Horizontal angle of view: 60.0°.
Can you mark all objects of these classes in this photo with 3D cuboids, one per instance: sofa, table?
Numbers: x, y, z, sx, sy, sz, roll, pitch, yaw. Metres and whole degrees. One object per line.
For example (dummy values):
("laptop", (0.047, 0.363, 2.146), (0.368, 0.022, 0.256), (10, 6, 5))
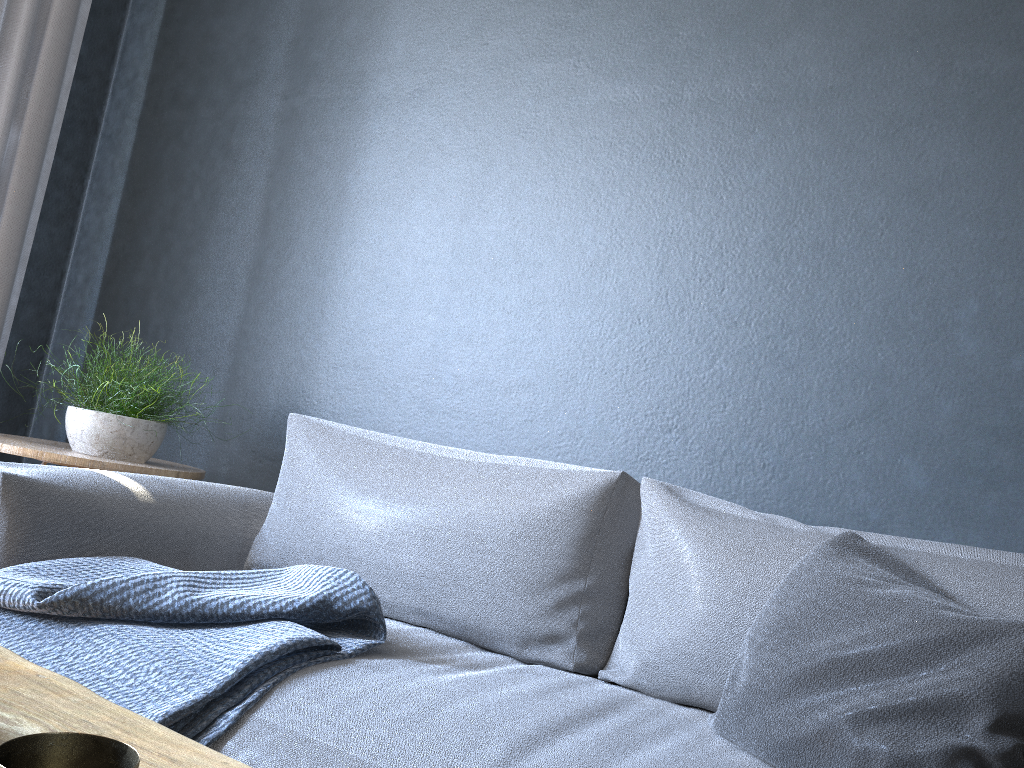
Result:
("sofa", (0.069, 0.518, 1.454), (2.338, 0.797, 0.972), (7, -6, 29))
("table", (-0.290, 0.467, 0.385), (0.787, 0.549, 0.340), (7, -6, 29))

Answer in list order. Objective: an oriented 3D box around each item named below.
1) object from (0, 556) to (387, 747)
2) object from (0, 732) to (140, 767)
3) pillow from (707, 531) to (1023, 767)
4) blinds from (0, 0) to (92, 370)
("object", (-0.578, 0.423, 1.468), (0.666, 0.329, 0.491), (7, -7, 34))
("object", (-0.341, 0.174, 0.500), (0.368, 0.033, 0.103), (6, -8, 40))
("pillow", (0.614, 0.402, 1.119), (0.443, 0.361, 0.797), (16, -8, -42))
("blinds", (-2.398, -0.994, 1.168), (0.312, 2.785, 4.002), (8, -6, 29))
